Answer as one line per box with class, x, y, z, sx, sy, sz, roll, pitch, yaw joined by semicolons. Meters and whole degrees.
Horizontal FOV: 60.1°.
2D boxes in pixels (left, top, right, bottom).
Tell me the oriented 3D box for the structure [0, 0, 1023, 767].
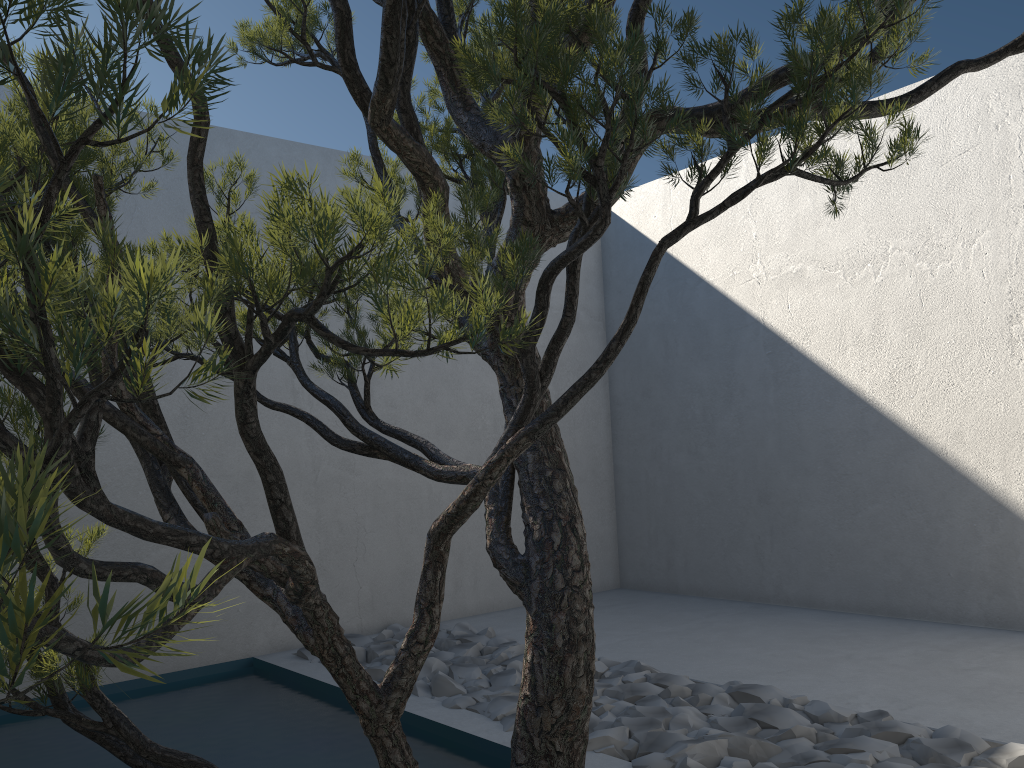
structure;-0.141;-0.386;1.698;2.528;3.463;2.585;-5;-3;44
